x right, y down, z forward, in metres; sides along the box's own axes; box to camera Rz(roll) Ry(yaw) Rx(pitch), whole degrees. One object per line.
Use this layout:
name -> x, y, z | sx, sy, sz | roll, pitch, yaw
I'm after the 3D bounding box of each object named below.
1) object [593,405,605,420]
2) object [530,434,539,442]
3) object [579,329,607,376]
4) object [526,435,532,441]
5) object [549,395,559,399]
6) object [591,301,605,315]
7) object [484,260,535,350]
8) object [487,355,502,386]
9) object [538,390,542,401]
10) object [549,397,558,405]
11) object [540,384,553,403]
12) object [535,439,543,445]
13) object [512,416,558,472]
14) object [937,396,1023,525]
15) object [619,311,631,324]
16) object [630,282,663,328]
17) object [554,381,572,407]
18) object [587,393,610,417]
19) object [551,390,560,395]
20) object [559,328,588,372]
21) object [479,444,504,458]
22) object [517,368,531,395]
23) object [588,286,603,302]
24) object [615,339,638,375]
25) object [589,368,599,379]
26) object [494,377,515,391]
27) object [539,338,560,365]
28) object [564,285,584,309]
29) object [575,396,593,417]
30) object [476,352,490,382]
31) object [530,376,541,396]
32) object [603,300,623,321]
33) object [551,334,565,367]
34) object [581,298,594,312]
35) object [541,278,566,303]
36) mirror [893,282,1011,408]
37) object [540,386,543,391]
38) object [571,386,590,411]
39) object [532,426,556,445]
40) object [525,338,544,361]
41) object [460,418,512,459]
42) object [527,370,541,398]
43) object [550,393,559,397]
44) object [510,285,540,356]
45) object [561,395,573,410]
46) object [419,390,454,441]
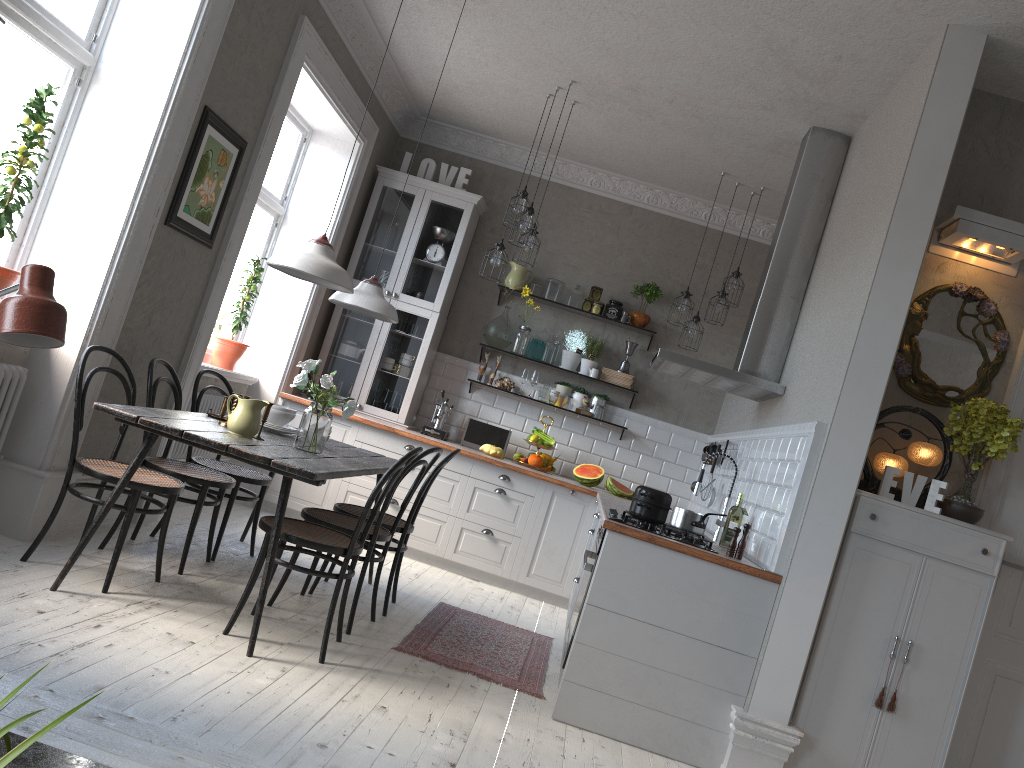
object -> 0.687, 0.222, 6.979 | 0.078, 0.108, 0.077 | 18, -3, -2
object -> 0.172, 0.419, 6.784 | 0.058, 0.069, 0.080 | 16, -3, 24
object -> 0.636, -0.243, 7.059 | 0.187, 0.380, 0.166 | 20, -4, -34
object -> 0.160, 0.435, 6.859 | 0.096, 0.078, 0.100 | 18, -3, -8
object -> 0.324, 0.120, 6.974 | 0.077, 0.051, 0.077 | 18, -3, -2
object -> 0.685, -0.594, 7.076 | 0.082, 0.113, 0.083 | 17, -3, 15
object -> -0.045, -0.613, 7.069 | 0.339, 0.675, 0.332 | 19, -4, -27
object -> -0.133, -0.107, 7.101 | 0.052, 0.264, 0.063 | 15, -5, 41
object -> 0.240, 0.101, 7.098 | 0.076, 0.083, 0.079 | 16, -3, 22
object -> 0.319, 0.136, 6.973 | 0.077, 0.051, 0.077 | 18, -3, -2
object -> 0.271, 0.078, 7.023 | 0.080, 0.139, 0.077 | 19, -4, -22
object -> 0.206, 0.453, 6.795 | 0.063, 0.061, 0.067 | 17, -3, 5
object -> 0.220, 0.451, 6.850 | 0.354, 0.426, 0.349 | 18, -3, -10
object -> 2.020, 0.337, 3.850 | 0.291, 0.554, 0.347 | 15, -4, 39
object -> 0.901, -0.521, 7.012 | 0.093, 0.096, 0.075 | 17, -3, 5
object -> 1.067, -0.624, 7.065 | 0.256, 0.397, 0.245 | 16, -4, 29
object -> 0.389, 0.077, 7.101 | 0.158, 0.217, 0.154 | 18, -3, -15
object -> 0.694, 0.178, 7.097 | 0.158, 0.213, 0.153 | 17, -3, 2
object -> 0.337, 0.079, 6.977 | 0.078, 0.051, 0.076 | 18, -3, -9
object -> 0.511, -0.267, 7.118 | 0.241, 0.354, 0.237 | 16, -3, 23
object -> -0.147, 0.505, 6.694 | 0.196, 0.083, 0.190 | 17, -3, 5
object -> 0.090, -0.016, 7.100 | 0.082, 0.217, 0.081 | 18, -3, -9
object -> 0.667, -0.717, 7.078 | 0.083, 0.113, 0.082 | 18, -3, -15
object -> 0.924, -0.218, 7.069 | 0.131, 0.288, 0.129 | 18, -3, -10
object -> 0.648, -0.083, 6.982 | 0.104, 0.071, 0.064 | 15, -4, 35
object -> -0.059, -0.007, 7.065 | 0.179, 0.111, 0.095 | 18, -3, -18
object -> 0.303, -0.257, 7.037 | 0.123, 0.206, 0.127 | 16, -4, 27
object -> 0.512, -0.698, 7.197 | 0.142, 0.220, 0.137 | 20, -4, -36
object -> 0.590, 0.175, 7.005 | 0.120, 0.147, 0.099 | 19, -4, -27
object -> -0.232, -0.137, 7.123 | 0.054, 0.264, 0.060 | 19, -4, -24
object -> 0.172, 0.009, 7.090 | 0.082, 0.217, 0.081 | 18, -3, -9
object -> 0.815, -0.583, 7.120 | 0.141, 0.174, 0.142 | 17, -3, 5
object -> 0.346, -0.266, 7.187 | 0.130, 0.264, 0.132 | 17, -3, 10
object -> 0.602, -0.620, 7.086 | 0.082, 0.113, 0.083 | 17, -3, 5
object -> 0.329, -0.741, 7.114 | 0.168, 0.185, 0.175 | 14, -4, 44
mirror -> 2.029, -0.188, 4.099 | 0.531, 0.594, 0.071 | 17, -3, 4
object -> 0.250, 0.069, 7.100 | 0.076, 0.083, 0.079 | 16, -3, 22
object -> 0.537, 0.128, 7.100 | 0.170, 0.214, 0.150 | 15, -4, 34
object -> 0.248, 0.400, 6.826 | 0.209, 0.101, 0.067 | 17, -3, 10
object -> 0.188, -0.271, 7.133 | 0.125, 0.172, 0.126 | 17, -3, 8
object -> -0.201, 0.424, 6.907 | 0.350, 0.226, 0.088 | 17, -3, 4
object -> 0.167, 0.003, 7.000 | 0.082, 0.217, 0.081 | 18, -3, -9
object -> 0.330, 0.103, 6.975 | 0.076, 0.051, 0.078 | 16, -3, 24
object -> 0.097, -0.500, 7.010 | 0.192, 0.540, 0.280 | 18, -3, -3
object -> 0.442, 0.147, 7.022 | 0.078, 0.108, 0.077 | 18, -3, -2
object -> -0.557, 0.234, 6.850 | 0.205, 0.370, 0.354 | 17, -3, 5
